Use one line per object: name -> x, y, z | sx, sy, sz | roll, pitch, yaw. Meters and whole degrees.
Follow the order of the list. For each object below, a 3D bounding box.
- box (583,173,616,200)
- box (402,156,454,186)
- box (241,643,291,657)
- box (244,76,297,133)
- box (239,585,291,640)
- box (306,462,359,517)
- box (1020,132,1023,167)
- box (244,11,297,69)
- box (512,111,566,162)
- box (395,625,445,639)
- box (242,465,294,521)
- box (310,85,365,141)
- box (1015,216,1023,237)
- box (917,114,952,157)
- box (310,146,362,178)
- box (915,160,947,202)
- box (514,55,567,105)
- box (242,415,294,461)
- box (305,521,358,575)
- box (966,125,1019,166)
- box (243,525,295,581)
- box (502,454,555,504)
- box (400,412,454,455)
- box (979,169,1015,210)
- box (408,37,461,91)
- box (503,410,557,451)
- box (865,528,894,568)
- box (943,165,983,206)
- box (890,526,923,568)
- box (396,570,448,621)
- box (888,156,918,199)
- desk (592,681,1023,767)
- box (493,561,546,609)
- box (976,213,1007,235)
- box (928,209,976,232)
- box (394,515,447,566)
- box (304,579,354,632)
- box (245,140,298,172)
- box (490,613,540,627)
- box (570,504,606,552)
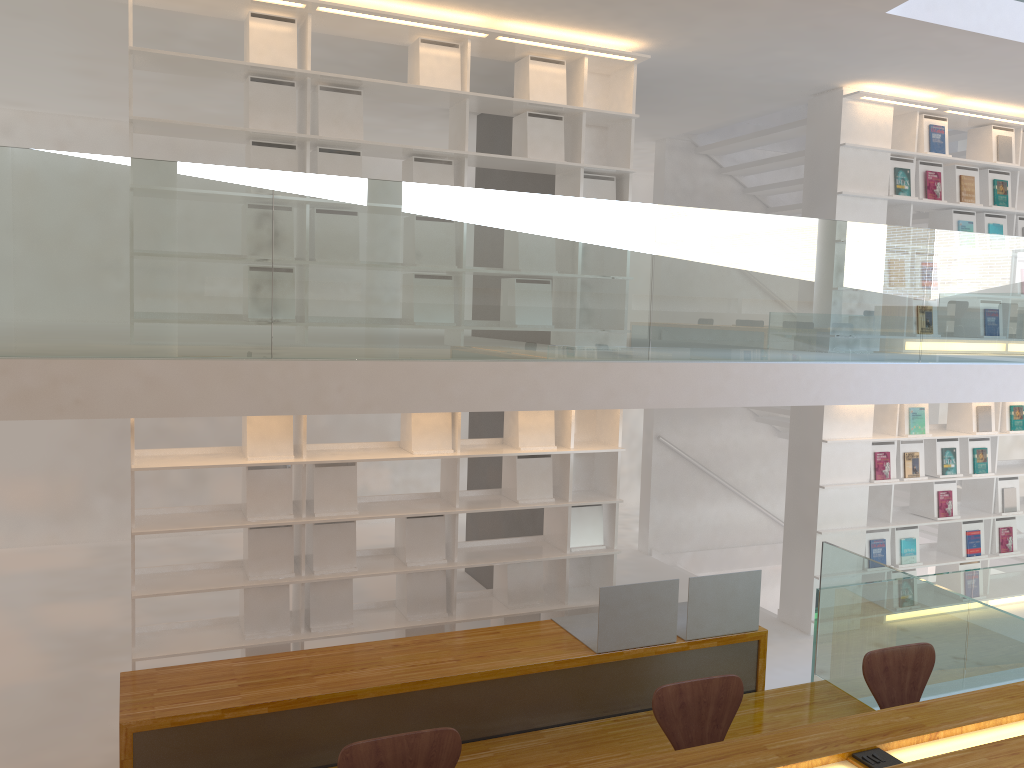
box -> 0.502, -1.156, 5.581 | 0.245, 0.296, 0.274 | 0, 5, -23
box -> -0.484, -1.151, 5.154 | 0.245, 0.296, 0.274 | 0, 5, -23
box -> -1.392, 1.561, 5.020 | 0.245, 0.296, 0.274 | 0, 5, -23
box -> -1.299, -1.474, 4.768 | 0.245, 0.296, 0.274 | 0, 5, -23
box -> -1.391, 1.234, 4.989 | 0.245, 0.296, 0.274 | 0, 5, -23
box -> -1.030, 0.578, 5.083 | 0.245, 0.296, 0.274 | 0, 5, -23
box -> 4.095, -1.824, 7.009 | 0.245, 0.296, 0.274 | 0, 5, -23
box -> -1.289, -1.800, 4.741 | 0.245, 0.296, 0.274 | 0, 5, -23
box -> 0.167, -1.482, 5.404 | 0.245, 0.296, 0.274 | 0, 5, -23
box -> -0.554, 1.557, 5.384 | 0.245, 0.296, 0.274 | 0, 5, -23
box -> -1.362, 0.579, 4.939 | 0.245, 0.296, 0.274 | 0, 5, -23
box -> -0.967, -1.475, 4.912 | 0.245, 0.296, 0.274 | 0, 5, -23
box -> 4.020, -1.168, 7.040 | 0.245, 0.296, 0.274 | 0, 5, -23
box -> 3.061, -1.818, 6.560 | 0.245, 0.296, 0.274 | 0, 5, -23
box -> -0.977, -1.148, 4.940 | 0.245, 0.296, 0.274 | 0, 5, -23
box -> 3.046, -1.492, 6.599 | 0.245, 0.296, 0.274 | 0, 5, -23
box -> 0.179, -1.808, 5.378 | 0.245, 0.296, 0.274 | 0, 5, -23
box -> -1.352, 0.252, 4.912 | 0.245, 0.296, 0.274 | 0, 5, -23
box -> -1.040, 0.905, 5.110 | 0.245, 0.296, 0.274 | 0, 5, -23
box -> 3.712, -1.822, 6.843 | 0.245, 0.296, 0.274 | 0, 5, -23
box -> -1.363, 0.906, 4.970 | 0.245, 0.296, 0.274 | 0, 5, -23
box -> 0.104, 0.571, 5.575 | 0.245, 0.296, 0.274 | 0, 5, -23
box -> -0.506, 0.247, 5.276 | 0.245, 0.296, 0.274 | 0, 5, -23
box -> 3.696, -1.494, 6.867 | 0.245, 0.296, 0.274 | 0, 5, -23
box -> -0.443, -1.806, 5.106 | 0.245, 0.296, 0.274 | 0, 5, -23
box -> 0.116, 0.245, 5.548 | 0.245, 0.296, 0.274 | 0, 5, -23
box -> 2.692, 1.219, 6.693 | 0.245, 0.296, 0.274 | 0, 5, -23
box -> 3.379, -1.492, 6.730 | 0.245, 0.296, 0.274 | 0, 5, -23
box -> 2.964, 1.217, 6.811 | 0.245, 0.296, 0.274 | 0, 5, -23
box -> -0.544, 1.229, 5.357 | 0.245, 0.296, 0.274 | 0, 5, -23
box -> 2.772, -1.490, 6.466 | 0.245, 0.296, 0.274 | 0, 5, -23
desk -> 0.898, 1.383, 2.336 | 3.236, 0.918, 1.285 | 0, 5, -23
box -> 0.048, 1.226, 5.614 | 0.245, 0.296, 0.274 | 0, 5, -23
box -> 3.682, -1.166, 6.893 | 0.245, 0.296, 0.274 | 0, 5, -23
box -> 3.371, -1.165, 6.758 | 0.245, 0.296, 0.274 | 0, 5, -23
box -> -0.547, 0.902, 5.324 | 0.245, 0.296, 0.274 | 0, 5, -23
box -> -1.063, 1.232, 5.132 | 0.245, 0.296, 0.274 | 0, 5, -23
box -> -1.300, -1.146, 4.799 | 0.245, 0.296, 0.274 | 0, 5, -23
box -> 0.028, 1.554, 5.637 | 0.245, 0.296, 0.274 | 0, 5, -23
box -> 0.439, 0.897, 5.752 | 0.245, 0.296, 0.274 | 0, 5, -23
